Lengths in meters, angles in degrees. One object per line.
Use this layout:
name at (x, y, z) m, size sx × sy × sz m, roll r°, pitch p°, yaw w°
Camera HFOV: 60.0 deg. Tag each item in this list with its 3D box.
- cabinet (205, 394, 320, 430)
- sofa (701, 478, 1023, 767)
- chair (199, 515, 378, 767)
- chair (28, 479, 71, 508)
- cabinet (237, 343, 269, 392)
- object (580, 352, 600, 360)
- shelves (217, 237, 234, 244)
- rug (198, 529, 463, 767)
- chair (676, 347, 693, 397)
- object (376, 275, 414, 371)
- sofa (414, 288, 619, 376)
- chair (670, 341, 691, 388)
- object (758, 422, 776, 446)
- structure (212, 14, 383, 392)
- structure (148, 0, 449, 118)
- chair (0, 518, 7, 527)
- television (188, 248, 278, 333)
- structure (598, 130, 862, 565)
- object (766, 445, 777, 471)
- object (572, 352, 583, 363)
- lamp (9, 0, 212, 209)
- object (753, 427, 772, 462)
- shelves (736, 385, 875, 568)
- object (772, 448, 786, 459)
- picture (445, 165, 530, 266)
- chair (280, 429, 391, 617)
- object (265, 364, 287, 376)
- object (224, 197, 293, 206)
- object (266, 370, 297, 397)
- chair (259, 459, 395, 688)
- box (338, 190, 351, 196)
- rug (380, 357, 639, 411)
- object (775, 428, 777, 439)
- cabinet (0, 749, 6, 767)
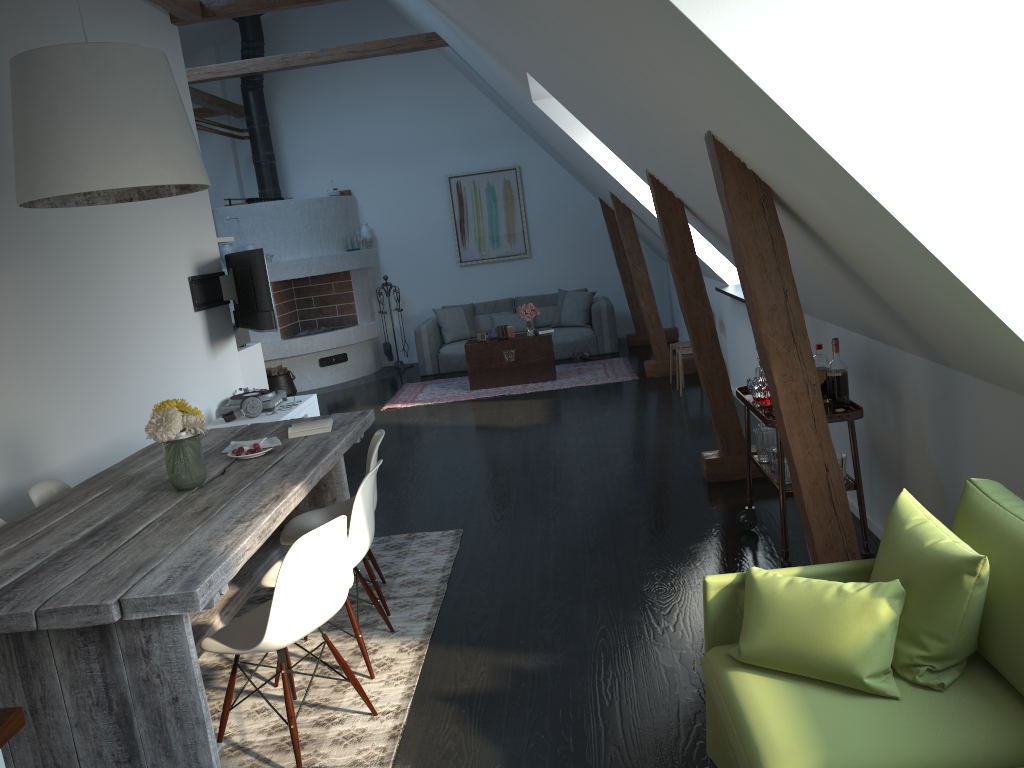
cabinet at (-1.893, 0.457, 6.844) m, size 0.623 × 0.507 × 1.069 m, roll -7°, pitch 10°, yaw 4°
sofa at (0.941, 0.866, 1.520) m, size 0.898 × 0.825 × 2.093 m, roll -7°, pitch 10°, yaw 3°
chair at (-0.764, 0.838, 3.004) m, size 0.542 × 0.801 × 0.465 m, roll -2°, pitch 11°, yaw 30°
chair at (-1.789, 0.797, 3.997) m, size 0.542 × 0.801 × 0.465 m, roll -7°, pitch 10°, yaw 0°
cabinet at (-2.633, 0.183, 7.747) m, size 0.869 × 0.921 × 0.638 m, roll -7°, pitch 10°, yaw 4°
object at (0.924, -0.337, 10.435) m, size 0.101 × 0.090 × 0.277 m, roll -16°, pitch 13°, yaw -38°
shelves at (-3.193, -1.107, 7.444) m, size 1.604 × 0.038 × 0.478 m, roll -7°, pitch 10°, yaw 4°
rug at (-1.277, 1.171, 3.775) m, size 1.898 × 0.022 × 2.677 m, roll -7°, pitch 10°, yaw 4°
chair at (1.606, -0.273, 7.816) m, size 0.342 × 0.696 × 0.329 m, roll -7°, pitch 10°, yaw 5°
object at (-1.574, -0.812, 11.680) m, size 0.376 × 1.245 × 0.376 m, roll -10°, pitch 10°, yaw -15°
sofa at (0.058, -0.700, 11.183) m, size 2.458 × 0.770 × 1.107 m, roll -7°, pitch 10°, yaw 4°
chair at (1.646, -0.348, 8.210) m, size 0.342 × 0.696 × 0.329 m, roll -10°, pitch 10°, yaw -13°
object at (1.238, 0.267, 4.283) m, size 0.087 × 0.155 × 0.087 m, roll -12°, pitch 11°, yaw -23°
structure at (-3.441, -2.335, 11.712) m, size 3.058 × 4.752 × 3.049 m, roll -5°, pitch 10°, yaw 13°
structure at (-3.947, -2.790, 6.432) m, size 10.230 × 3.562 × 15.910 m, roll -6°, pitch 10°, yaw 9°
chair at (-1.827, 0.895, 3.471) m, size 0.542 × 0.801 × 0.465 m, roll -6°, pitch 10°, yaw 10°
television at (-2.290, -0.681, 6.932) m, size 0.537 × 0.652 × 1.005 m, roll -13°, pitch 12°, yaw -30°
structure at (1.355, -0.358, 4.907) m, size 1.023 × 1.963 × 12.350 m, roll -7°, pitch 10°, yaw 4°
object at (1.212, 0.340, 4.053) m, size 0.092 × 0.099 × 0.092 m, roll -11°, pitch 10°, yaw -18°
object at (0.767, -0.313, 10.414) m, size 0.101 × 0.090 × 0.277 m, roll -9°, pitch 10°, yaw -7°
lamp at (-1.724, -2.089, 3.159) m, size 0.757 × 2.813 × 0.697 m, roll -15°, pitch 12°, yaw -35°
object at (1.191, 0.288, 4.198) m, size 0.087 × 0.155 × 0.087 m, roll -12°, pitch 11°, yaw -23°
shelves at (1.311, 0.420, 4.022) m, size 0.438 × 0.732 × 0.803 m, roll -7°, pitch 10°, yaw 0°
object at (1.211, 0.348, 3.945) m, size 0.095 × 0.119 × 0.095 m, roll -14°, pitch 12°, yaw -33°
picture at (-0.316, -2.207, 11.656) m, size 0.965 × 1.185 × 0.025 m, roll -7°, pitch 10°, yaw 4°
chair at (-0.796, 0.650, 4.089) m, size 0.542 × 0.801 × 0.465 m, roll -9°, pitch 10°, yaw -10°
object at (-2.789, -0.052, 10.511) m, size 0.240 × 0.370 × 0.270 m, roll -7°, pitch 10°, yaw 4°
object at (-3.047, -2.220, 10.665) m, size 0.783 × 0.094 × 0.311 m, roll -9°, pitch 10°, yaw -10°
object at (-2.765, 0.024, 10.543) m, size 0.384 × 0.313 × 0.384 m, roll -2°, pitch 12°, yaw 30°
chair at (-0.732, 0.733, 3.571) m, size 0.542 × 0.801 × 0.465 m, roll -7°, pitch 10°, yaw 5°
box at (-2.236, -2.492, 11.630) m, size 0.229 × 0.078 × 0.127 m, roll -7°, pitch 10°, yaw 4°
rug at (-0.005, -0.025, 9.585) m, size 2.647 × 0.029 × 1.512 m, roll -7°, pitch 10°, yaw 4°
object at (1.294, 0.274, 4.203) m, size 0.087 × 0.155 × 0.087 m, roll -12°, pitch 11°, yaw -23°
cabinet at (-1.414, 0.655, 0.038) m, size 4.208 × 2.369 × 3.033 m, roll -7°, pitch 10°, yaw 4°
